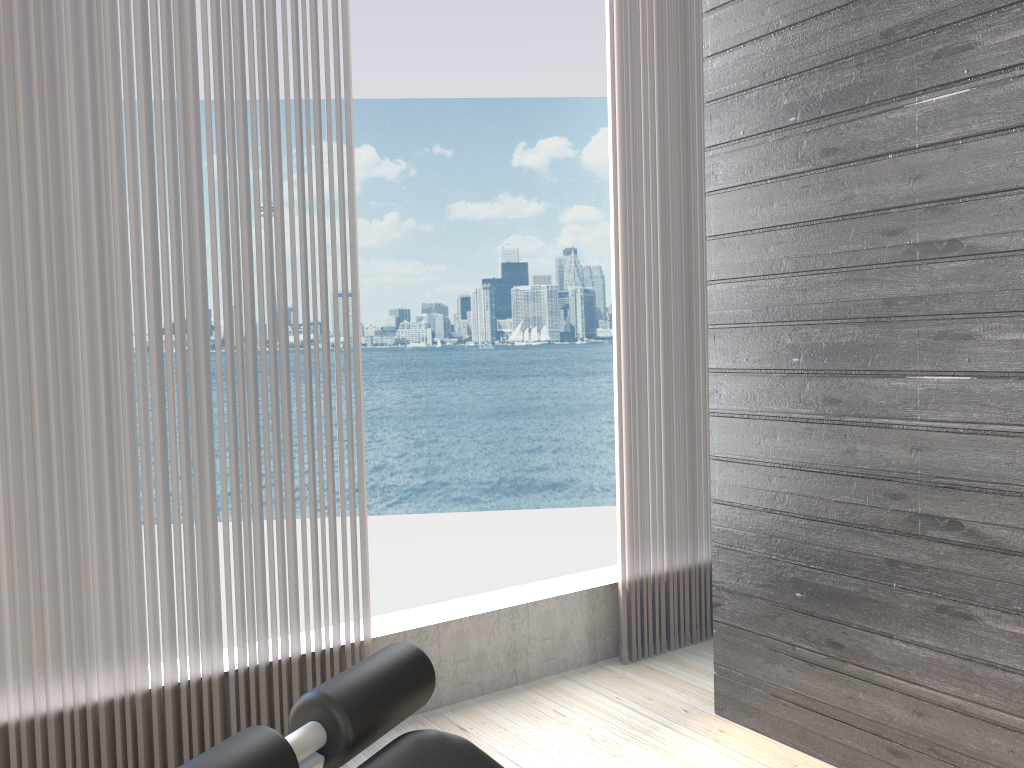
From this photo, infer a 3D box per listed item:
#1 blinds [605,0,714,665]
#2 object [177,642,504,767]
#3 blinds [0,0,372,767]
[{"bbox_3d":[0.795,-0.441,3.292,1.133,2.744,0.069,-3,3,-34],"label":"blinds"},{"bbox_3d":[0.182,0.691,0.713,1.312,0.746,0.505,0,3,25],"label":"object"},{"bbox_3d":[-0.886,-0.343,2.151,1.133,2.744,0.069,-3,3,-34],"label":"blinds"}]
